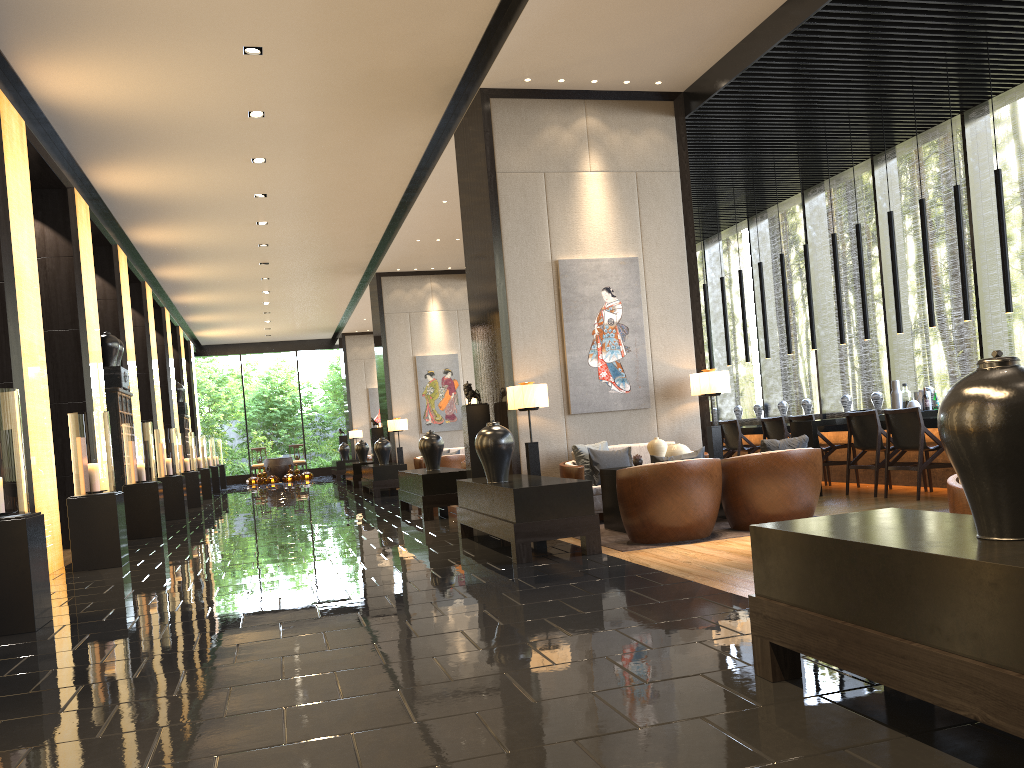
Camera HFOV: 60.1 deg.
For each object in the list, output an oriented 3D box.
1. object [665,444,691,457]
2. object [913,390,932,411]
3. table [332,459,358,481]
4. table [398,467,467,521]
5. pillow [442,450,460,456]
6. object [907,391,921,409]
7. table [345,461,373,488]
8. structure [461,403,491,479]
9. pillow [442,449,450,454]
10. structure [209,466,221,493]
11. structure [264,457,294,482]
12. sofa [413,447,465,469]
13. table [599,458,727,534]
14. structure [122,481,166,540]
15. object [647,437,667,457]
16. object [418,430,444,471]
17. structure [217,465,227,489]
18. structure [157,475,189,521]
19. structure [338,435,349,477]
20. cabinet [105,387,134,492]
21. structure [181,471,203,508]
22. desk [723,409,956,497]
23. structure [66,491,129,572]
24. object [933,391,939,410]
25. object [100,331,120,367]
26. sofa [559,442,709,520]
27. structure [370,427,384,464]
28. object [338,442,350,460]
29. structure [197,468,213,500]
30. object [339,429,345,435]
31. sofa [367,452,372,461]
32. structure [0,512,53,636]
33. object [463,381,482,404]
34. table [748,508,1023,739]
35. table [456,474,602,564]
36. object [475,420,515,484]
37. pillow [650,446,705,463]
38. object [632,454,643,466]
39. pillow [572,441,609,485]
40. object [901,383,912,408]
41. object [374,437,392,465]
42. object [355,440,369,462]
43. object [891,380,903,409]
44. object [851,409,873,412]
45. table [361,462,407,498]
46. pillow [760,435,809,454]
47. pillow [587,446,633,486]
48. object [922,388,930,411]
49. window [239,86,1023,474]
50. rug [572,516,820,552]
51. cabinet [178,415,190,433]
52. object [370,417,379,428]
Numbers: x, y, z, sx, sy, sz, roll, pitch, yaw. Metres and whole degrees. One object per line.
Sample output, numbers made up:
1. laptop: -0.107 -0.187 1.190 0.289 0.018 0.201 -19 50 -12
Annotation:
1. object: 1.413 0.599 7.615 0.245 0.168 0.246 -4 -2 -12
2. object: 4.371 0.173 9.418 0.168 0.219 0.169 -5 -1 -20
3. table: -4.593 2.348 24.372 0.619 0.513 1.964 -4 -3 -15
4. table: -0.946 1.307 10.778 0.619 0.513 1.964 -4 -3 -15
5. pillow: -1.076 1.297 15.035 0.441 0.338 0.205 -5 -1 -8
6. object: 4.193 0.179 9.251 0.135 0.217 0.136 -5 -1 -28
7. table: -3.267 1.970 19.431 0.619 0.513 1.964 -4 -3 -15
8. structure: -0.325 0.811 8.963 0.240 1.218 0.240 -5 0 -15
9. pillow: -1.380 1.405 16.797 0.471 0.361 0.219 -4 -1 -18
10. structure: -7.533 2.407 22.168 0.402 0.658 0.403 -5 -1 -15
11. structure: -6.974 2.569 26.508 0.872 0.710 0.877 -4 -2 -27
12. sofa: -1.155 1.573 16.913 1.447 0.693 0.604 -4 -1 -15
13. table: 1.356 0.940 7.542 1.040 0.517 0.576 -4 -2 -15
14. structure: -4.490 1.538 10.824 0.402 0.658 0.403 -5 -1 -15
15. object: 1.235 0.571 7.509 0.171 0.236 0.171 -5 -1 20
16. object: -0.985 0.809 10.847 0.311 0.493 0.312 -4 -1 -34
17. structure: -8.294 2.624 25.004 0.402 0.658 0.403 -5 -1 -15
18. structure: -5.251 1.755 13.660 0.402 0.658 0.403 -5 -1 -15
19. structure: -4.974 2.139 26.292 0.240 1.218 0.240 -5 0 -15
20. cabinet: -5.495 1.064 12.132 0.547 1.923 1.189 -5 -1 -15
21. structure: -6.012 1.972 16.496 0.402 0.658 0.403 -5 -1 -15
22. desk: 2.558 1.066 13.993 1.778 0.759 28.793 -4 -3 -15
23. structure: -3.729 1.320 7.988 0.402 0.658 0.403 -5 -1 -15
24. object: 4.444 0.170 9.282 0.056 0.197 0.056 -5 0 -14
25. object: -5.490 -0.472 12.025 0.312 0.493 0.311 -5 -1 41
26. sofa: 1.144 0.916 8.344 1.447 0.693 0.604 -4 -1 -15
27. structure: -2.647 1.474 17.616 0.240 1.218 0.240 -5 0 -15
28. object: -4.626 1.849 24.421 0.311 0.493 0.311 -5 -1 4
29. structure: -6.772 2.189 19.332 0.402 0.658 0.403 -5 -1 -15
30. object: -5.055 1.416 26.280 0.176 0.246 0.116 -5 0 -10
31. sofa: -3.494 2.241 25.630 1.447 0.693 0.604 -4 -1 -15
32. structure: -2.968 1.103 5.152 0.402 0.658 0.403 -5 -1 -15
33. object: -0.406 0.089 8.958 0.176 0.246 0.116 -5 0 -15
34. table: 1.363 0.647 2.172 0.619 0.513 1.964 -4 -3 -15
35. table: 0.056 1.021 7.044 0.619 0.513 1.964 -4 -3 -15
36. object: -0.130 0.526 6.931 0.311 0.493 0.311 -5 -1 4
37. pillow: 1.223 0.640 6.466 0.441 0.338 0.205 -5 -1 -8
38. object: 1.072 0.649 7.557 0.091 0.112 0.091 -6 -1 37
39. pillow: 0.780 0.746 8.351 0.432 0.399 0.201 -4 -1 -37
40. object: 4.193 0.145 9.425 0.129 0.305 0.129 -5 0 -29
41. object: -2.286 1.181 15.697 0.311 0.493 0.311 -5 -1 4
42. object: -3.284 1.466 19.417 0.311 0.493 0.311 -5 -1 4
43. object: 4.060 0.132 9.344 0.113 0.344 0.113 -5 0 -20
44. object: 3.640 0.304 9.210 0.227 0.067 0.228 -4 -3 -13
45. table: -2.266 1.683 15.696 0.619 0.513 1.964 -4 -3 -15
46. pillow: 2.048 0.578 6.690 0.398 0.362 0.222 -4 -1 -15
47. pillow: 0.919 0.748 8.228 0.471 0.361 0.219 -4 -1 -18
48. object: 4.341 0.159 9.296 0.066 0.237 0.067 -5 0 -22
49. window: -1.839 -0.336 13.369 12.038 4.226 31.952 -4 -3 -15
50. rug: 1.428 1.193 7.554 1.955 0.008 2.246 -4 -3 -15
51. cabinet: -7.780 1.717 20.649 0.547 1.923 1.189 -5 -1 -15
52. object: -2.733 0.766 17.618 0.161 0.218 0.102 -4 0 -27
